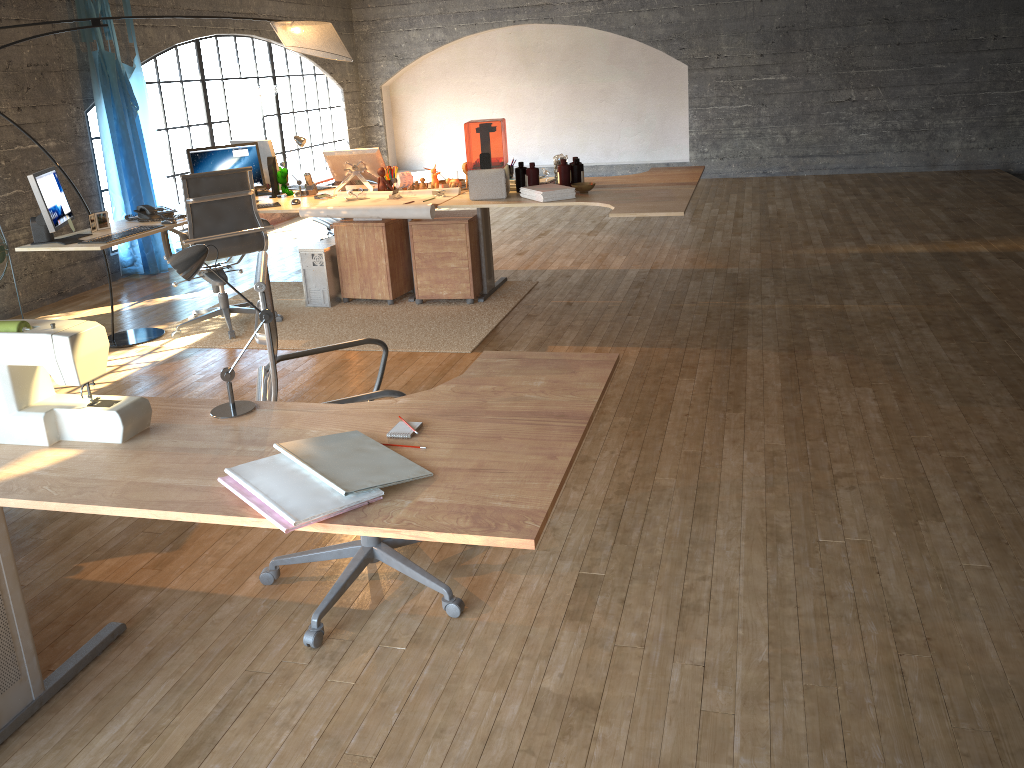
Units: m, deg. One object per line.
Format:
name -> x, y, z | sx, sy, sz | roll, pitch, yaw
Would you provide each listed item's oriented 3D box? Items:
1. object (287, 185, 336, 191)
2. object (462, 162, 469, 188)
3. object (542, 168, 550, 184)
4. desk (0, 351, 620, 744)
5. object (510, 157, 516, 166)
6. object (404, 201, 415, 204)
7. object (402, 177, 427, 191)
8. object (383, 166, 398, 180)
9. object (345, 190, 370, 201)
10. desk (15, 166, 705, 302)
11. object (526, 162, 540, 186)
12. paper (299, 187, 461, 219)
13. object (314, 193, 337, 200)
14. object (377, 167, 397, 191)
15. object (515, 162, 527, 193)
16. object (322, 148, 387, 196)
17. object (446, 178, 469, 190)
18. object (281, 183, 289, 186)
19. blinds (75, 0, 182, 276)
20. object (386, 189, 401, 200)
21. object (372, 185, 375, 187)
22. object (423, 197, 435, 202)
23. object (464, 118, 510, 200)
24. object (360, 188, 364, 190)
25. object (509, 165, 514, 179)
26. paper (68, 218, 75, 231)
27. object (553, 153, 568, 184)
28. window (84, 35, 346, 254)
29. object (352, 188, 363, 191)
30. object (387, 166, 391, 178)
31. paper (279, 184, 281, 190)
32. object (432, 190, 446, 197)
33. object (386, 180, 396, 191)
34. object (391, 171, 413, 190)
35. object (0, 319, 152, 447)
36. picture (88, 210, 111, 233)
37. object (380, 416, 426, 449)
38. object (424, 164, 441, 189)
object -> -1.523, -1.442, 6.487 | 0.494, 0.011, 0.190 | 13, 26, 39
object -> -0.239, -1.366, 5.786 | 0.200, 0.172, 0.132 | 10, 22, 38
object -> 0.218, -1.320, 5.649 | 0.037, 0.118, 0.076 | -7, 16, -9
desk -> -1.412, 0.279, 2.732 | 3.509, 0.721, 1.679 | 2, 20, 16
object -> -0.014, -1.407, 5.659 | 0.077, 0.099, 0.153 | -19, 24, -42
object -> -0.624, -1.099, 5.354 | 0.012, 0.009, 0.128 | 6, 22, 27
object -> -0.655, -1.357, 5.922 | 0.217, 0.117, 0.075 | 9, 21, 34
object -> -0.809, -1.384, 5.940 | 0.100, 0.172, 0.107 | -3, 16, 2
object -> -0.995, -1.216, 5.675 | 0.160, 0.062, 0.055 | -10, 18, -16
desk -> -0.539, -0.898, 5.862 | 3.470, 0.720, 3.346 | 2, 20, 15
object -> 0.128, -1.263, 5.405 | 0.080, 0.182, 0.081 | 6, 19, 32
paper -> -0.808, -1.117, 5.493 | 0.851, 0.111, 0.597 | 2, 20, 16
object -> -1.230, -1.245, 5.861 | 0.139, 0.022, 0.111 | 10, 24, 34
object -> -0.847, -1.356, 5.874 | 0.227, 0.173, 0.095 | 13, 23, 42
object -> 0.061, -1.284, 5.477 | 0.079, 0.182, 0.081 | 3, 17, 23
object -> -1.066, -1.464, 6.043 | 0.395, 0.292, 0.294 | -2, 17, 7
object -> -0.371, -1.323, 5.830 | 0.145, 0.079, 0.184 | 14, 26, 43
object -> -1.750, -1.529, 6.741 | 0.102, 0.033, 0.060 | -19, 24, -37
blinds -> -3.126, -2.005, 7.363 | 0.261, 2.360, 0.878 | 3, 17, 24
object -> -0.757, -1.213, 5.631 | 0.049, 0.054, 0.134 | 1, 20, 16
object -> -0.995, -1.392, 6.249 | 0.008, 0.007, 0.151 | -1, 20, 9
object -> -0.510, -1.136, 5.437 | 0.008, 0.007, 0.150 | 4, 21, 24
object -> -0.147, -1.367, 5.353 | 0.222, 0.447, 0.277 | -2, 16, 6
object -> -1.053, -1.367, 6.187 | 0.012, 0.009, 0.128 | -11, 21, -19
object -> -0.025, -1.357, 5.654 | 0.077, 0.080, 0.079 | -5, 17, -4
paper -> -2.458, -0.887, 4.930 | 0.018, 0.072, 0.079 | -8, 18, -13
object -> 0.309, -1.339, 5.554 | 0.095, 0.209, 0.101 | 0, 16, 14
window -> -3.485, -1.350, 5.517 | 3.919, 1.805, 12.558 | -5, 20, -4
object -> -1.089, -1.338, 6.093 | 0.107, 0.023, 0.099 | 7, 22, 28
object -> -0.810, -1.436, 6.096 | 0.105, 0.140, 0.106 | -7, 17, -10
paper -> -1.645, -1.398, 6.213 | 0.079, 0.073, 0.019 | 11, 21, 40
object -> -0.460, -1.204, 5.568 | 0.022, 0.041, 0.136 | -15, 22, -34
object -> -0.809, -1.340, 5.955 | 0.077, 0.080, 0.078 | 8, 21, 33
object -> -0.723, -1.344, 5.876 | 0.156, 0.132, 0.100 | -18, 21, -37
object -> -1.050, -0.017, 2.008 | 0.403, 0.277, 0.140 | 1, 17, 16
picture -> -2.400, -0.939, 5.111 | 0.032, 0.102, 0.163 | 0, 19, 16
object -> -0.217, 0.101, 1.909 | 0.128, 0.013, 0.146 | 3, 21, 18
object -> -0.511, -1.345, 5.760 | 0.085, 0.184, 0.096 | 9, 20, 38
